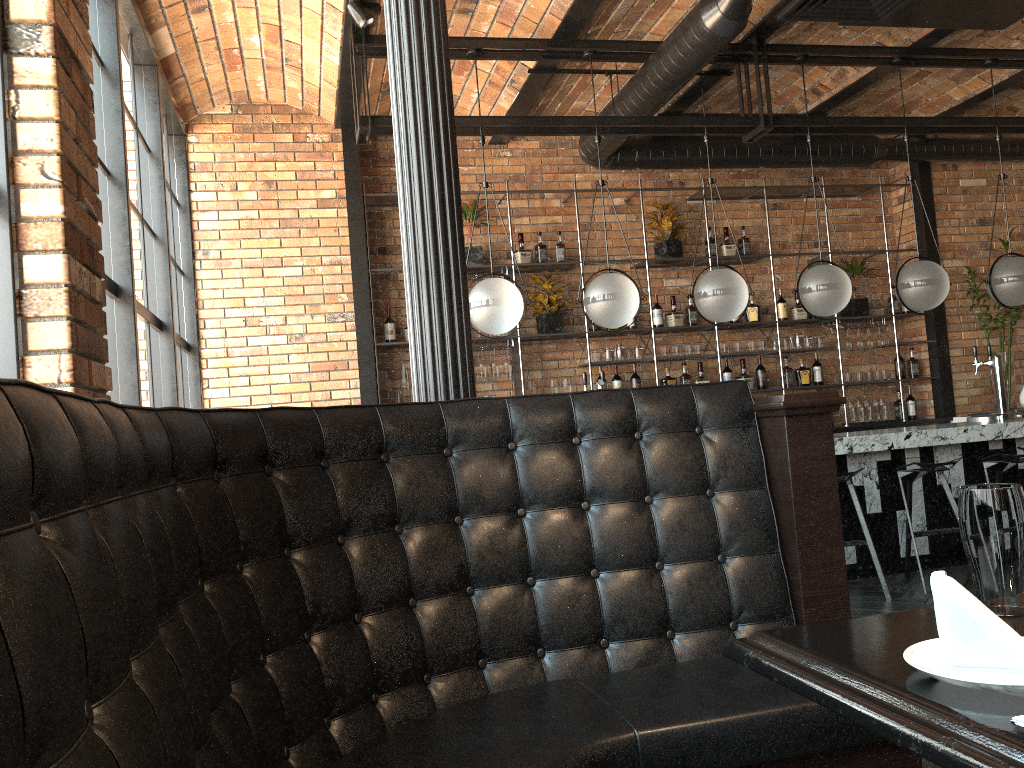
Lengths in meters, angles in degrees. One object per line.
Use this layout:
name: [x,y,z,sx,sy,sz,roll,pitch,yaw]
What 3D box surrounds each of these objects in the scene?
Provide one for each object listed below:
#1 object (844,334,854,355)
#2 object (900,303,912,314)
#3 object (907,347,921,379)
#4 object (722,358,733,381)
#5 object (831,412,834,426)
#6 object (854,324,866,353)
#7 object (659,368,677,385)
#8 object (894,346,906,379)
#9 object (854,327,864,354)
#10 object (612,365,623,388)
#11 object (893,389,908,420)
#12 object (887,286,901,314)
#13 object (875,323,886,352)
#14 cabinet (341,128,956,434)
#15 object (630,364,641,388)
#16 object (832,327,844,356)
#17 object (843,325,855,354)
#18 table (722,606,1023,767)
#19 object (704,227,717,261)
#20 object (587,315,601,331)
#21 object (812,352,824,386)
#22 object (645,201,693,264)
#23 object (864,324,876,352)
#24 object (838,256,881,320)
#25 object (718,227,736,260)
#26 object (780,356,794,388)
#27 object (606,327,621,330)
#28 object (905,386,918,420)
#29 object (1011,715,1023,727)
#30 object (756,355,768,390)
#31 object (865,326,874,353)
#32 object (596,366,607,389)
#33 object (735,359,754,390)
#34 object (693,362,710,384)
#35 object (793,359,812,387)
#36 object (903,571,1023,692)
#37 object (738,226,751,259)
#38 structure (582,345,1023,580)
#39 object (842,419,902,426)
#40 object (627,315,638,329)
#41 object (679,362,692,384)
object: [3.001,-0.386,7.907,0.092,0.244,0.092,-6,-3,26]
object: [3.550,-0.763,8.010,0.086,0.298,0.086,-7,-4,41]
object: [3.597,-0.187,7.955,0.083,0.282,0.083,-4,-3,-3]
object: [1.836,-0.074,7.551,0.086,0.298,0.086,-7,-3,36]
object: [2.749,0.226,7.736,0.086,0.299,0.086,-7,-3,36]
object: [3.038,-0.396,7.747,0.092,0.244,0.092,-6,-3,26]
object: [1.309,-0.012,7.417,0.151,0.248,0.094,-3,-3,-24]
object: [3.464,-0.187,7.928,0.086,0.299,0.086,-7,-3,36]
object: [3.097,-0.392,7.929,0.092,0.244,0.092,-6,-3,26]
object: [0.872,-0.007,7.349,0.086,0.298,0.086,-7,-3,36]
object: [3.454,0.186,7.898,0.083,0.282,0.083,-3,-3,-28]
object: [3.421,-0.747,7.952,0.083,0.282,0.083,-5,-3,2]
object: [3.235,-0.410,7.793,0.092,0.244,0.092,-6,-3,26]
cabinet: [0.421,-0.394,7.199,7.075,3.779,0.564,-4,-3,-13]
object: [1.026,-0.019,7.356,0.086,0.297,0.086,-7,-3,36]
object: [2.894,-0.378,7.882,0.092,0.244,0.092,-6,-3,26]
object: [2.931,-0.389,7.721,0.092,0.244,0.092,-6,-3,26]
table: [0.903,0.735,1.161,0.872,0.758,0.872,-4,-3,-13]
object: [1.698,-1.202,7.586,0.083,0.282,0.083,-4,-3,-13]
object: [0.673,-0.558,7.307,0.083,0.282,0.083,-3,-3,-28]
object: [2.670,-0.130,7.752,0.086,0.298,0.086,-7,-3,36]
object: [1.302,-1.295,7.538,0.425,0.526,0.430,-4,-3,-11]
object: [3.134,-0.403,7.769,0.092,0.244,0.092,-6,-3,26]
object: [3.052,-0.861,7.839,0.374,0.560,0.398,-2,-4,-41]
object: [1.850,-1.210,7.622,0.123,0.279,0.123,-4,-3,-10]
object: [2.375,-0.104,7.669,0.083,0.282,0.083,-3,-3,-28]
object: [0.831,-0.551,7.342,0.151,0.248,0.094,-4,-3,-9]
object: [3.572,0.172,7.940,0.086,0.298,0.086,-7,-3,36]
object: [0.687,0.352,0.936,0.255,0.019,0.157,-4,-3,-13]
object: [2.138,-0.096,7.617,0.086,0.299,0.086,-7,-3,36]
object: [3.198,-0.399,7.953,0.092,0.244,0.092,-6,-3,26]
object: [0.736,0.002,7.291,0.086,0.299,0.086,-7,-3,36]
object: [1.978,-0.074,7.562,0.123,0.279,0.123,-3,-3,-24]
object: [1.595,-0.048,7.472,0.123,0.279,0.123,-5,-3,0]
object: [2.526,-0.096,7.702,0.151,0.248,0.094,-4,-3,-4]
object: [0.632,0.312,1.156,0.232,0.139,0.232,-4,-3,-19]
object: [2.003,-1.223,7.657,0.083,0.282,0.083,-3,-3,-28]
structure: [2.090,0.549,6.349,5.346,1.430,1.930,-4,-3,-13]
object: [3.145,0.337,7.760,0.437,0.019,0.273,-4,-3,-13]
object: [0.992,-0.586,7.397,0.086,0.298,0.086,-7,-3,36]
object: [1.458,-0.040,7.454,0.083,0.282,0.083,-4,-3,-13]
